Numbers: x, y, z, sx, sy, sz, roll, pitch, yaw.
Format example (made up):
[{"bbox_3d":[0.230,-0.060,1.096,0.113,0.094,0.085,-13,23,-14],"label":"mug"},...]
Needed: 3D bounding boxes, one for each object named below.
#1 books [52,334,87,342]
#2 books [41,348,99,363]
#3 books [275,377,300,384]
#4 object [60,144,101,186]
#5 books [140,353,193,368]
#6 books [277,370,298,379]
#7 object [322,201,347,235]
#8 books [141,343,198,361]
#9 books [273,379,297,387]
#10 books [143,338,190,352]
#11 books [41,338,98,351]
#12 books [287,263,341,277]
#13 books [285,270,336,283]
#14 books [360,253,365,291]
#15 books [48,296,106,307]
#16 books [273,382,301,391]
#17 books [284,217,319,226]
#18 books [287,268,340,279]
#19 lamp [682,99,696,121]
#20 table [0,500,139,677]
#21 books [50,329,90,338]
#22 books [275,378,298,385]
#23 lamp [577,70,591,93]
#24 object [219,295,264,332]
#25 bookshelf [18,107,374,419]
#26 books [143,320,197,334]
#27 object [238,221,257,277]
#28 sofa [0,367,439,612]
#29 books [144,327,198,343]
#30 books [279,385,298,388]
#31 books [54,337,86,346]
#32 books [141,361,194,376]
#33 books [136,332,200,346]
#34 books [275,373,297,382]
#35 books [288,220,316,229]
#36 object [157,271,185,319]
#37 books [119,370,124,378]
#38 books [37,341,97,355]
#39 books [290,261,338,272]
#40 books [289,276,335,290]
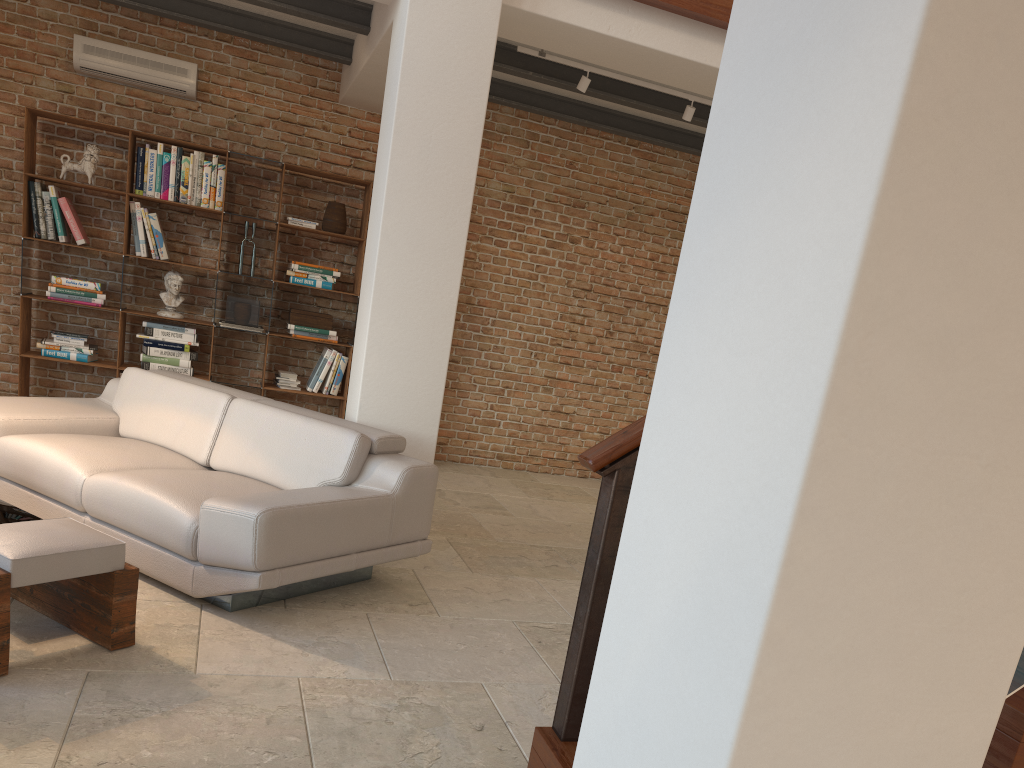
[{"bbox_3d":[-3.351,-0.356,6.610,0.238,0.019,0.164,8,5,-26],"label":"books"},{"bbox_3d":[-3.352,-0.226,6.619,0.328,0.057,0.246,9,5,-9],"label":"books"},{"bbox_3d":[-1.843,-0.035,7.159,0.172,0.019,0.228,8,5,-26],"label":"books"},{"bbox_3d":[-3.089,-1.586,6.235,0.253,0.293,0.125,8,13,-11],"label":"object"},{"bbox_3d":[-2.699,-0.193,6.835,0.364,0.057,0.272,9,5,-17],"label":"books"},{"bbox_3d":[-1.840,-0.078,7.140,0.133,0.035,0.198,8,5,-24],"label":"books"},{"bbox_3d":[-1.385,-1.297,6.827,0.189,0.241,0.191,16,12,28],"label":"object"},{"bbox_3d":[-2.674,-0.249,6.809,0.382,0.067,0.235,7,6,-32],"label":"books"},{"bbox_3d":[-1.863,-0.010,7.149,0.163,0.018,0.243,8,5,-24],"label":"books"},{"bbox_3d":[-2.686,-0.312,6.774,0.329,0.057,0.245,8,5,-24],"label":"books"},{"bbox_3d":[-3.344,-0.299,6.598,0.382,0.019,0.235,8,5,-26],"label":"books"},{"bbox_3d":[-1.579,-0.907,6.934,0.382,0.038,0.235,8,5,-25],"label":"books"},{"bbox_3d":[-1.610,-0.857,6.959,0.382,0.038,0.235,8,5,-19],"label":"books"},{"bbox_3d":[-1.208,-0.889,7.061,0.056,0.341,0.244,5,12,-18],"label":"books"},{"bbox_3d":[-3.254,-0.621,6.531,0.358,0.021,0.262,9,5,-19],"label":"books"},{"bbox_3d":[-1.852,0.017,7.172,0.172,0.019,0.228,7,5,-31],"label":"books"},{"bbox_3d":[-1.638,-1.262,6.772,0.238,0.019,0.164,8,5,-26],"label":"books"},{"bbox_3d":[-1.587,-0.881,6.948,0.382,0.019,0.235,8,5,-26],"label":"books"},{"bbox_3d":[1.112,-1.709,5.473,0.061,0.133,0.082,6,12,-16],"label":"lamp"},{"bbox_3d":[-2.690,0.520,3.032,2.156,0.443,1.955,13,6,32],"label":"table"},{"bbox_3d":[-3.332,-0.378,6.587,0.254,0.018,0.156,8,5,-19],"label":"books"},{"bbox_3d":[-1.849,-0.021,7.154,0.157,0.008,0.234,8,5,-24],"label":"books"},{"bbox_3d":[0.433,-1.810,5.235,0.083,0.133,0.059,19,16,40],"label":"lamp"},{"bbox_3d":[-2.121,-0.557,6.859,0.338,0.241,0.273,7,9,-19],"label":"object"},{"bbox_3d":[-2.117,-0.606,6.862,3.053,2.275,0.349,7,14,-19],"label":"bookshelf"},{"bbox_3d":[-2.652,-0.443,6.772,0.382,0.038,0.235,8,5,-19],"label":"books"},{"bbox_3d":[-2.031,-1.041,6.718,0.122,0.413,0.059,6,14,-16],"label":"object"},{"bbox_3d":[-1.626,0.430,4.378,2.279,0.782,1.133,13,8,30],"label":"sofa"},{"bbox_3d":[-2.657,-0.393,6.790,0.382,0.067,0.235,8,6,-24],"label":"books"},{"bbox_3d":[-1.853,0.004,7.160,0.157,0.008,0.234,8,5,-24],"label":"books"},{"bbox_3d":[-3.348,-0.328,6.612,0.207,0.035,0.127,8,5,-19],"label":"books"},{"bbox_3d":[-2.702,-0.131,6.833,0.382,0.067,0.235,8,6,-24],"label":"books"},{"bbox_3d":[-2.667,-0.349,6.781,0.447,0.021,0.262,9,5,-19],"label":"books"},{"bbox_3d":[-1.855,-0.054,7.138,0.163,0.018,0.243,8,5,-19],"label":"books"},{"bbox_3d":[-1.635,-1.235,6.774,0.207,0.035,0.127,8,5,-19],"label":"books"},{"bbox_3d":[-2.613,-0.690,6.698,0.196,0.362,0.186,9,12,-3],"label":"object"},{"bbox_3d":[-3.040,0.092,6.808,0.037,0.396,0.234,5,13,-18],"label":"books"},{"bbox_3d":[-3.367,-0.275,6.609,0.382,0.038,0.235,8,5,-19],"label":"books"},{"bbox_3d":[-1.582,-0.938,6.944,0.358,0.021,0.262,8,5,-20],"label":"books"},{"bbox_3d":[-1.595,-0.807,6.970,0.328,0.057,0.246,9,5,-9],"label":"books"}]
